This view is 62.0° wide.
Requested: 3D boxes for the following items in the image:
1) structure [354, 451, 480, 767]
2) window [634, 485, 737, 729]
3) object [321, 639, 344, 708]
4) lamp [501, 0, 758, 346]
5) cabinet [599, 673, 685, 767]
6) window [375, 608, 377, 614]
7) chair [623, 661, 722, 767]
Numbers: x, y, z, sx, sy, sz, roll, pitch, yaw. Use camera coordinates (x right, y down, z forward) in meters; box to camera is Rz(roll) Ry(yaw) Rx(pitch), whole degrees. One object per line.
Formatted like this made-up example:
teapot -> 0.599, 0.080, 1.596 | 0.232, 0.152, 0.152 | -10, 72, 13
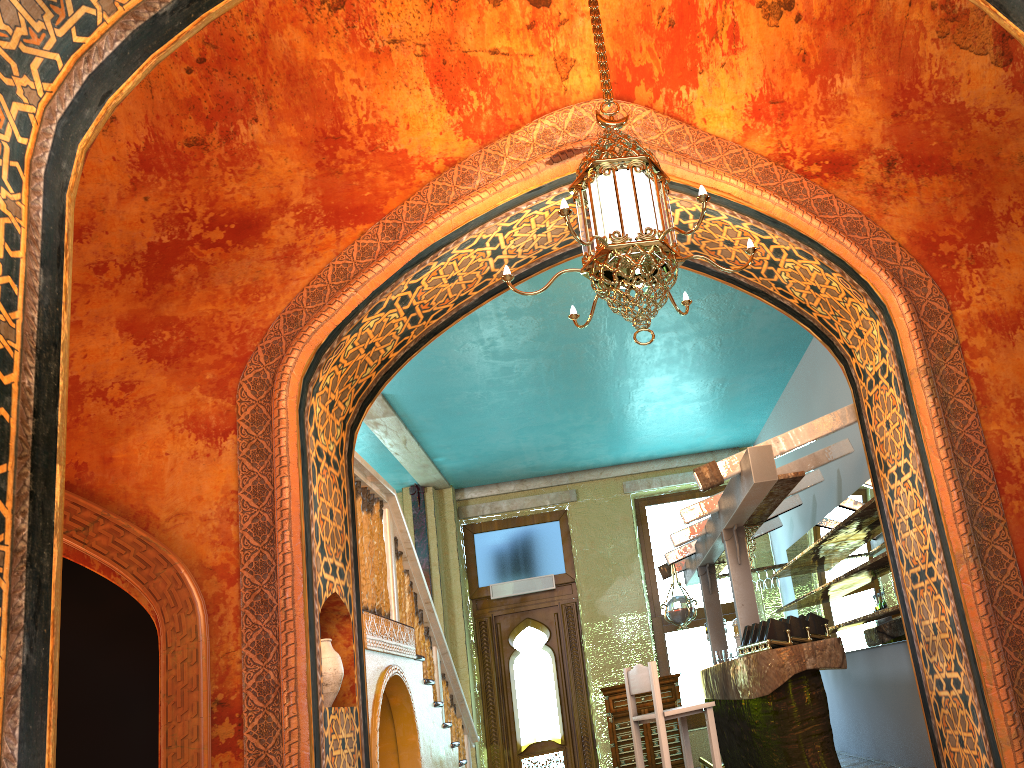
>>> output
structure -> -1.514, 3.017, 8.046 | 1.824, 3.054, 5.965 | -9, -20, 2
window -> 2.795, 3.228, 12.561 | 1.580, 3.330, 0.088 | -6, -16, -8
object -> -1.102, 1.668, 4.892 | 0.242, 0.374, 0.269 | -13, -18, 14
lamp -> 0.522, -1.288, 4.431 | 1.320, 2.303, 1.131 | -7, -17, -3
cabinet -> 1.826, 4.696, 11.552 | 1.147, 1.269, 0.616 | -7, -17, -6
window -> -2.597, 3.935, 11.707 | 1.580, 3.330, 0.088 | -6, -16, -8
chair -> 1.266, 2.791, 6.530 | 0.546, 1.301, 0.468 | 1, -18, -27
